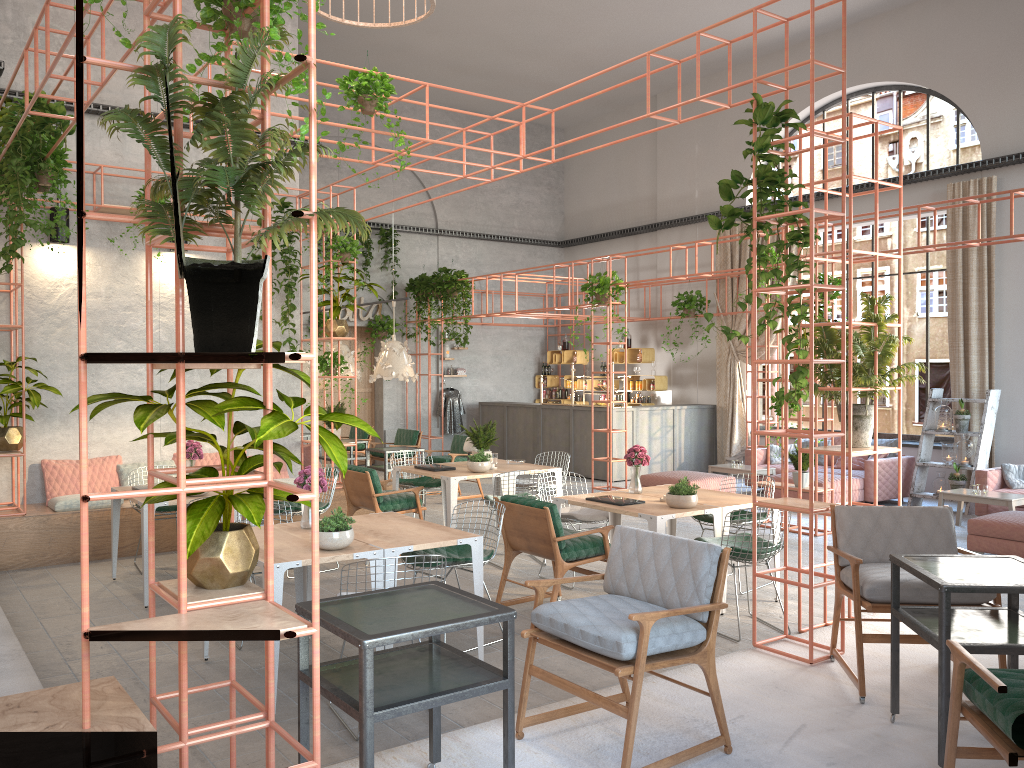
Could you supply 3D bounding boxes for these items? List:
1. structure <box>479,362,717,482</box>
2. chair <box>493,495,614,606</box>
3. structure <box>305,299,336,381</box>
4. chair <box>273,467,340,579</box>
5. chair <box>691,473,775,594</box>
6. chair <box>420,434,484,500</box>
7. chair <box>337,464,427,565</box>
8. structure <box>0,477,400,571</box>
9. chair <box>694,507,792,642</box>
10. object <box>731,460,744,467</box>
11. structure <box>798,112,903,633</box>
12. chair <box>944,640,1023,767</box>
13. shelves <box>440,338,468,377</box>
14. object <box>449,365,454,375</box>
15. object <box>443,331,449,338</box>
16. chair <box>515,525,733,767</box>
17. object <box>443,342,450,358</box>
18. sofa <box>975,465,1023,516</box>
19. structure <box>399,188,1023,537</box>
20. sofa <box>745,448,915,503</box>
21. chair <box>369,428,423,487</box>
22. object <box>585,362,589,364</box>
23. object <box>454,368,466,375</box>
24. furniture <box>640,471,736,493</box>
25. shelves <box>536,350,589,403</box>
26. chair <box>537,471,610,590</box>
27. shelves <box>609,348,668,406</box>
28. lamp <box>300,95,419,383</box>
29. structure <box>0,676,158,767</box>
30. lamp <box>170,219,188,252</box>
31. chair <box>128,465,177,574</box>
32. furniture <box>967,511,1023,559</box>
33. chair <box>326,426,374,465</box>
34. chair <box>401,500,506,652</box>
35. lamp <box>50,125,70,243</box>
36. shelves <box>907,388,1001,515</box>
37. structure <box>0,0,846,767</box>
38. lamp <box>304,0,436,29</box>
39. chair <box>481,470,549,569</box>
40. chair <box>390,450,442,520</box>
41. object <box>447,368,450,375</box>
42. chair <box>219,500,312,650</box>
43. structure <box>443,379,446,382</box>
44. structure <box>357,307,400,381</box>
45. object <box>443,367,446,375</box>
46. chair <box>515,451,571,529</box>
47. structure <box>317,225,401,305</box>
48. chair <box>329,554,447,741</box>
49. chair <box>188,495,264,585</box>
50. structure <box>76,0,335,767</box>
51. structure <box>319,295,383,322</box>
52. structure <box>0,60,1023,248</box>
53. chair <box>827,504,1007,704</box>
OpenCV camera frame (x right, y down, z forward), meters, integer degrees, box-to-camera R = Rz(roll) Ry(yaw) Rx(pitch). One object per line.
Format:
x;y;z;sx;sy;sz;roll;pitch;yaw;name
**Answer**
1.546;0.599;17.185;2.579;2.022;4.057;-1;1;-36;structure
0.318;1.306;6.702;0.685;0.917;0.722;-1;1;-36;chair
-3.681;-0.825;16.588;0.921;1.527;0.950;0;1;-2;structure
-1.999;1.284;8.371;0.717;0.941;0.565;-1;1;-39;chair
1.931;1.280;7.758;0.717;0.941;0.565;-1;1;-39;chair
-0.863;1.223;12.914;0.685;0.929;0.722;-1;1;-36;chair
-1.314;1.277;8.957;0.685;0.917;0.722;-1;1;-36;chair
-4.847;1.464;11.912;4.386;0.500;5.831;-1;1;-36;structure
1.663;1.301;6.420;0.565;0.941;0.717;0;1;-19;chair
3.290;1.198;13.054;0.199;0.145;0.156;-1;1;-21;object
2.406;-0.027;6.310;0.624;3.602;0.424;-1;1;-36;structure
1.887;1.172;2.857;0.722;0.917;0.685;0;1;4;chair
-1.184;-0.539;18.178;0.560;0.790;0.186;-1;1;-35;shelves
-1.240;-0.284;18.161;0.081;0.204;0.081;-1;1;-35;object
-1.345;-1.003;18.063;0.133;0.145;0.133;0;1;16;object
0.499;1.154;3.940;0.685;0.929;0.722;-1;1;-36;chair
-1.343;-0.699;18.077;0.136;0.336;0.145;-1;1;-21;object
6.327;1.374;9.964;1.960;0.672;2.219;-1;1;-35;sofa
3.478;-0.147;12.774;4.157;4.247;14.689;-1;1;-36;structure
4.272;1.338;12.839;1.960;0.672;2.219;-1;1;-35;sofa
-1.892;1.205;14.354;0.685;0.930;0.722;-1;1;-36;chair
1.549;-0.316;18.280;0.075;0.273;0.075;0;1;21;object
-1.065;-0.254;18.286;0.219;0.149;0.129;-1;1;-36;object
2.440;1.460;12.332;0.941;0.446;0.976;-1;1;-36;furniture
1.157;0.211;18.776;0.328;1.838;1.750;-1;1;-36;shelves
0.577;1.282;7.926;0.565;0.941;0.717;-1;1;-34;chair
2.273;0.231;17.215;0.328;1.838;1.750;-1;1;-36;shelves
-2.692;-2.051;13.790;0.704;4.052;4.456;-1;1;-36;lamp
-3.788;1.081;3.599;3.396;1.111;9.152;-1;1;-36;structure
-3.744;-2.209;9.963;0.179;1.425;0.185;-1;1;-36;lamp
-3.353;1.285;8.540;0.565;0.941;0.717;-1;1;-34;chair
5.114;1.507;8.591;0.941;0.446;0.976;-1;1;-36;furniture
-2.900;1.187;15.764;0.685;0.930;0.722;-1;1;-36;chair
-0.409;1.312;6.146;0.717;0.941;0.565;-1;1;-39;chair
-4.727;-2.195;9.261;0.179;1.425;0.185;-1;1;-36;lamp
5.964;0.879;11.976;0.856;1.618;0.842;-1;1;-36;shelves
-3.591;-0.637;9.673;4.501;4.345;14.096;-1;1;-37;structure
-0.972;-4.338;6.037;0.883;3.476;0.883;0;1;17;lamp
0.030;1.273;8.675;0.565;0.941;0.717;0;1;-19;chair
-1.056;1.254;10.181;0.565;0.941;0.717;-1;1;-34;chair
-1.304;-0.257;18.105;0.063;0.151;0.063;1;1;41;object
-1.763;1.313;6.314;0.565;0.941;0.717;-1;1;-34;chair
-1.379;-0.071;18.141;0.066;0.044;0.019;-1;1;-36;structure
-2.631;-0.820;17.391;0.950;1.527;0.921;-1;1;-37;structure
-1.369;-0.263;18.084;0.055;0.164;0.092;0;1;-17;object
0.298;1.252;10.012;0.717;0.941;0.565;-1;1;-39;chair
-3.009;-2.280;16.853;1.939;1.514;0.856;-1;1;-41;structure
-0.677;1.332;4.808;0.565;0.941;0.717;0;1;-19;chair
-2.267;1.304;7.034;0.565;0.941;0.717;0;1;-19;chair
-0.850;-0.163;2.707;0.748;3.623;0.722;-1;1;-36;structure
-3.072;-1.444;16.949;1.312;0.505;0.063;-1;1;-36;structure
-0.645;-2.949;9.444;15.603;0.110;15.203;-1;1;-36;structure
2.130;1.144;4.751;0.722;0.914;0.685;0;1;4;chair
